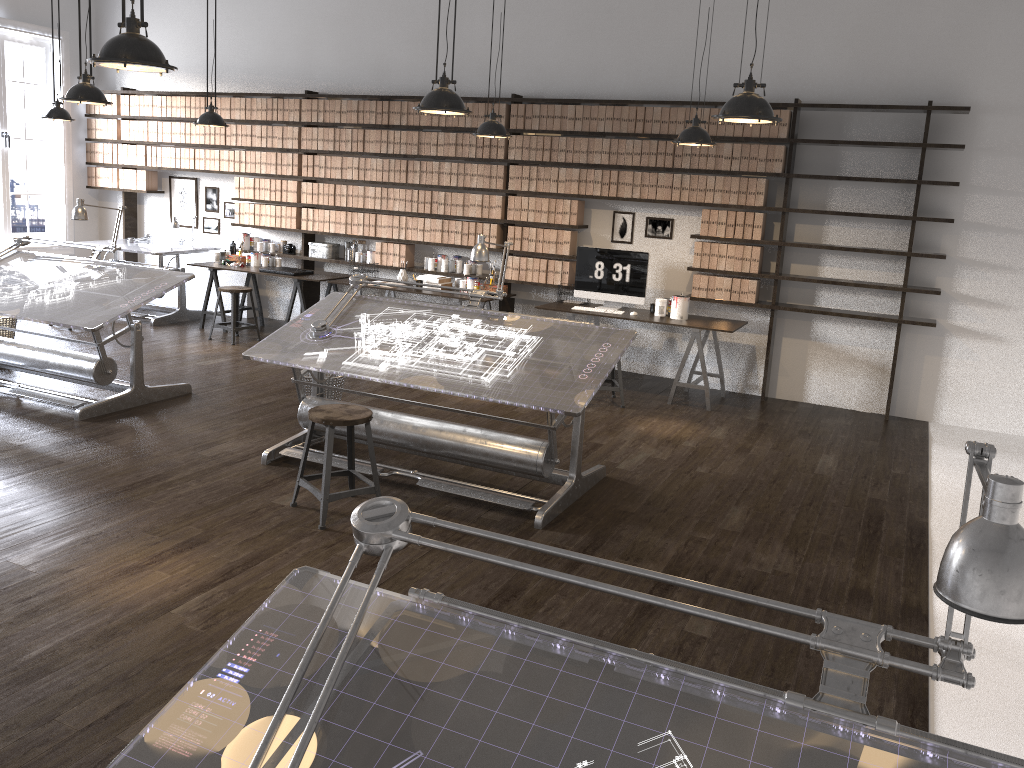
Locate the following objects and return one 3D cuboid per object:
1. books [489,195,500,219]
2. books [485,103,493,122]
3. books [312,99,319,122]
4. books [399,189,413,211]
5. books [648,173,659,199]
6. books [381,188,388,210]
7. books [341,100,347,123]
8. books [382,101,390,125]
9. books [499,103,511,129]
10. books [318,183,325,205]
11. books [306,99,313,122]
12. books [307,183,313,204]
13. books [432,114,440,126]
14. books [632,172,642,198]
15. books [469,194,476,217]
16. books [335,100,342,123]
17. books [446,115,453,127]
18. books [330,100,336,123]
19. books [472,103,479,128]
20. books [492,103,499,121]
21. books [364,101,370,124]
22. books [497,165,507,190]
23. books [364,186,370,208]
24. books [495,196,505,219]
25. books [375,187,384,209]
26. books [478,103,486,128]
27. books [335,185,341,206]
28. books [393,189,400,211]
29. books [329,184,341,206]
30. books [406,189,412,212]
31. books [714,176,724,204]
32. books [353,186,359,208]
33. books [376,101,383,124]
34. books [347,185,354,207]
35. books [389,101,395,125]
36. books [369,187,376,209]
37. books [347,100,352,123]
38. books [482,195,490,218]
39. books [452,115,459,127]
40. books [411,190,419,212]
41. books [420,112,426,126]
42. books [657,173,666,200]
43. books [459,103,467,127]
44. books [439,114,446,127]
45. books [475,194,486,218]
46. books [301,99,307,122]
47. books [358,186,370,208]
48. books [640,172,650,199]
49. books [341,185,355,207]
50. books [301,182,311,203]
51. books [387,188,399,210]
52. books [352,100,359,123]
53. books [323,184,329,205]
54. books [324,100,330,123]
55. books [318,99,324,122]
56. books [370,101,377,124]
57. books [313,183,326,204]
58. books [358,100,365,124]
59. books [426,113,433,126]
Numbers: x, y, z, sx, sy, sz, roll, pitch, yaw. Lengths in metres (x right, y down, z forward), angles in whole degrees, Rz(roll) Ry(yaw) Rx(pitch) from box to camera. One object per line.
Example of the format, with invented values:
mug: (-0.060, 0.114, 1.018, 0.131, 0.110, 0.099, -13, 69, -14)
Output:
books: (-0.145, -1.657, 8.318, 0.067, 0.223, 0.175, 8, 12, 24)
books: (-0.181, -2.480, 8.214, 0.067, 0.223, 0.176, 8, 12, 24)
books: (-1.951, -2.769, 9.004, 0.067, 0.223, 0.176, 8, 12, 24)
books: (-1.031, -1.801, 8.709, 0.067, 0.223, 0.176, 8, 12, 24)
books: (1.241, -1.708, 7.652, 0.067, 0.223, 0.176, 8, 12, 24)
books: (-1.221, -1.834, 8.800, 0.067, 0.223, 0.176, 8, 12, 24)
books: (-1.629, -2.717, 8.862, 0.067, 0.223, 0.176, 8, 12, 24)
books: (-1.191, -2.644, 8.663, 0.067, 0.224, 0.176, 8, 12, 24)
books: (-0.055, -2.458, 8.153, 0.067, 0.223, 0.175, 8, 12, 24)
books: (-1.915, -1.948, 9.112, 0.067, 0.223, 0.176, 8, 12, 24)
books: (-2.017, -2.780, 9.033, 0.067, 0.224, 0.176, 8, 12, 24)
books: (-2.040, -1.967, 9.163, 0.067, 0.223, 0.176, 8, 12, 24)
books: (-0.683, -2.561, 8.433, 0.067, 0.223, 0.176, 8, 12, 24)
books: (1.114, -1.729, 7.707, 0.067, 0.223, 0.175, 8, 12, 24)
books: (-0.333, -1.687, 8.399, 0.067, 0.223, 0.176, 8, 12, 24)
books: (-1.695, -2.727, 8.890, 0.067, 0.224, 0.176, 8, 12, 24)
books: (-0.552, -2.541, 8.382, 0.067, 0.223, 0.175, 8, 12, 24)
books: (-1.757, -2.738, 8.922, 0.067, 0.223, 0.176, 8, 12, 24)
books: (-0.303, -2.499, 8.268, 0.067, 0.223, 0.176, 8, 12, 24)
books: (-0.117, -2.469, 8.185, 0.067, 0.223, 0.175, 8, 12, 24)
books: (-1.385, -2.677, 8.756, 0.067, 0.223, 0.175, 8, 12, 24)
books: (-0.072, -1.918, 8.243, 0.067, 0.223, 0.176, 8, 12, 24)
books: (-1.407, -1.864, 8.884, 0.067, 0.223, 0.176, 8, 12, 24)
books: (-0.089, -1.646, 8.285, 0.067, 0.224, 0.176, 8, 12, 24)
books: (-1.286, -1.844, 8.826, 0.067, 0.224, 0.176, 8, 12, 24)
books: (-0.245, -2.489, 8.236, 0.067, 0.224, 0.176, 8, 12, 24)
books: (-1.720, -1.916, 9.027, 0.067, 0.223, 0.176, 8, 12, 24)
books: (-1.095, -1.813, 8.742, 0.067, 0.223, 0.175, 8, 12, 24)
books: (-1.790, -1.926, 9.052, 0.067, 0.224, 0.176, 8, 12, 24)
books: (-0.966, -1.790, 8.680, 0.067, 0.224, 0.176, 8, 12, 24)
books: (1.751, -1.624, 7.420, 0.067, 0.223, 0.176, 8, 12, 24)
books: (-1.528, -1.884, 8.939, 0.067, 0.223, 0.176, 8, 12, 24)
books: (-1.257, -2.656, 8.699, 0.067, 0.223, 0.176, 8, 12, 24)
books: (-1.592, -1.895, 8.968, 0.067, 0.223, 0.175, 8, 12, 24)
books: (-1.122, -2.634, 8.638, 0.067, 0.223, 0.176, 8, 12, 24)
books: (-1.351, -1.855, 8.857, 0.067, 0.223, 0.176, 8, 12, 24)
books: (-1.571, -2.708, 8.838, 0.067, 0.223, 0.176, 8, 12, 24)
books: (-0.209, -1.667, 8.345, 0.067, 0.223, 0.176, 8, 12, 24)
books: (-0.489, -2.530, 8.352, 0.067, 0.223, 0.176, 8, 12, 24)
books: (-0.907, -1.782, 8.658, 0.067, 0.223, 0.176, 8, 12, 24)
books: (-0.804, -2.582, 8.492, 0.067, 0.223, 0.176, 8, 12, 24)
books: (1.308, -1.697, 7.621, 0.067, 0.223, 0.176, 8, 12, 24)
books: (-0.427, -2.519, 8.320, 0.067, 0.224, 0.176, 8, 12, 24)
books: (-0.616, -2.550, 8.407, 0.067, 0.223, 0.175, 8, 12, 24)
books: (-0.274, -1.677, 8.370, 0.067, 0.224, 0.176, 8, 12, 24)
books: (-2.072, -2.790, 9.063, 0.067, 0.223, 0.176, 8, 12, 24)
books: (-1.469, -1.873, 8.907, 0.067, 0.224, 0.176, 8, 12, 24)
books: (1.178, -1.719, 7.682, 0.067, 0.223, 0.175, 8, 12, 24)
books: (-1.658, -1.905, 8.993, 0.067, 0.223, 0.175, 8, 12, 24)
books: (-2.104, -1.978, 9.196, 0.067, 0.223, 0.175, 8, 12, 24)
books: (-1.157, -1.824, 8.774, 0.067, 0.223, 0.175, 8, 12, 24)
books: (-1.513, -2.697, 8.807, 0.067, 0.224, 0.176, 8, 12, 24)
books: (-1.855, -1.938, 9.087, 0.067, 0.223, 0.176, 8, 12, 24)
books: (-1.820, -2.749, 8.952, 0.067, 0.223, 0.175, 8, 12, 24)
books: (-1.884, -2.759, 8.977, 0.067, 0.223, 0.175, 8, 12, 24)
books: (-1.323, -2.666, 8.723, 0.067, 0.223, 0.175, 8, 12, 24)
books: (-1.974, -1.956, 9.134, 0.067, 0.224, 0.176, 8, 12, 24)
books: (-1.449, -2.688, 8.785, 0.067, 0.223, 0.176, 8, 12, 24)
books: (-0.749, -2.571, 8.463, 0.067, 0.224, 0.176, 8, 12, 24)
